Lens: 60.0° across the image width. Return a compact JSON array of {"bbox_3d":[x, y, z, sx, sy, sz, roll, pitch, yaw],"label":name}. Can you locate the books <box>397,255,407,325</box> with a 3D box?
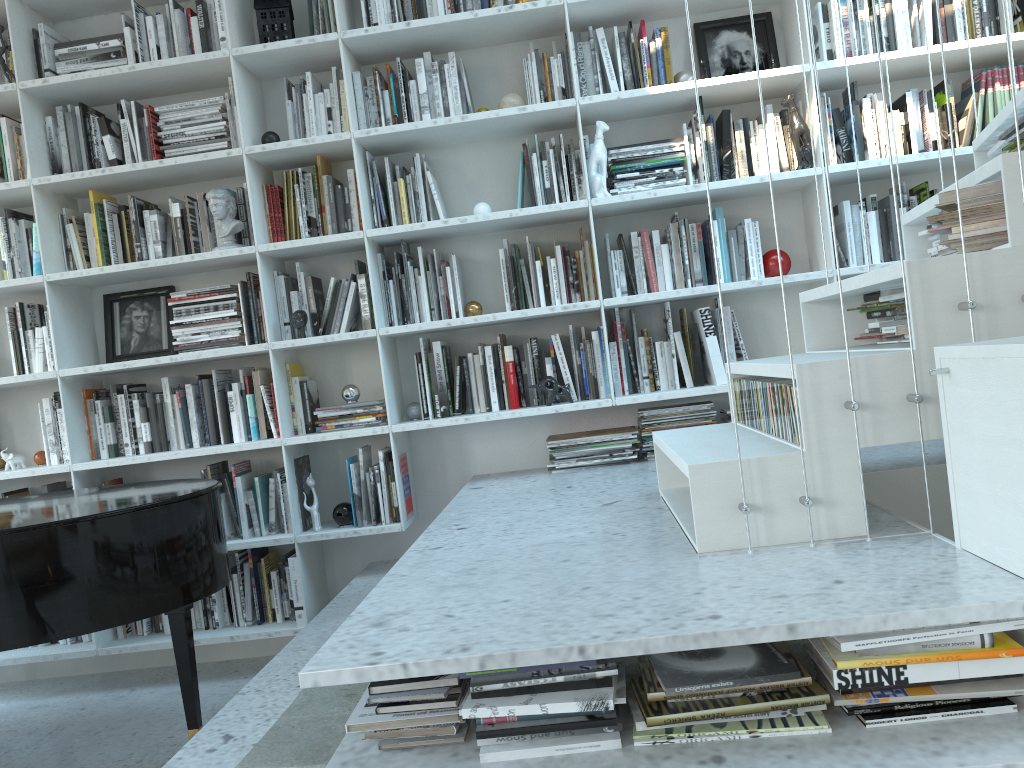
[{"bbox_3d":[-0.420,-0.362,3.505,0.006,0.281,0.155,-7,2,4],"label":"books"}]

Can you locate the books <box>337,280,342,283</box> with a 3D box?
[{"bbox_3d":[-0.700,-0.295,3.532,0.088,0.220,0.138,-7,2,4],"label":"books"}]

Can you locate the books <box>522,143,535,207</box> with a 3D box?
[{"bbox_3d":[0.071,-0.785,3.454,0.021,0.264,0.174,-7,2,4],"label":"books"}]

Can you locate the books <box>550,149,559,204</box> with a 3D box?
[{"bbox_3d":[0.168,-0.777,3.436,0.012,0.224,0.178,-7,1,4],"label":"books"}]

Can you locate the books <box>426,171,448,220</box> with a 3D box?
[{"bbox_3d":[-0.285,-0.712,3.465,0.051,0.210,0.176,-7,1,4],"label":"books"}]

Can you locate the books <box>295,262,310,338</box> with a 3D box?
[{"bbox_3d":[-0.816,-0.326,3.537,0.013,0.307,0.141,-7,2,4],"label":"books"}]

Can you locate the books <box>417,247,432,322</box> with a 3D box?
[{"bbox_3d":[-0.331,-0.381,3.488,0.014,0.297,0.175,-7,2,4],"label":"books"}]

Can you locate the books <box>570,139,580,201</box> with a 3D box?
[{"bbox_3d":[0.244,-0.800,3.427,0.011,0.253,0.169,-7,2,4],"label":"books"}]

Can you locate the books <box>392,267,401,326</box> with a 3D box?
[{"bbox_3d":[-0.442,-0.339,3.523,0.011,0.239,0.136,-7,2,4],"label":"books"}]

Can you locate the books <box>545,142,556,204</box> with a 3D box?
[{"bbox_3d":[0.153,-0.793,3.444,0.015,0.259,0.152,-7,2,4],"label":"books"}]

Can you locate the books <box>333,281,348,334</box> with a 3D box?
[{"bbox_3d":[-0.664,-0.295,3.531,0.090,0.212,0.143,-7,2,4],"label":"books"}]

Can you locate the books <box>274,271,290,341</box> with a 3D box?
[{"bbox_3d":[-0.905,-0.304,3.554,0.012,0.285,0.159,-7,2,4],"label":"books"}]

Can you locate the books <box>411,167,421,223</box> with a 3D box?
[{"bbox_3d":[-0.363,-0.720,3.493,0.017,0.243,0.132,-7,2,4],"label":"books"}]

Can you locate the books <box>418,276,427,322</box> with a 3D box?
[{"bbox_3d":[-0.337,-0.325,3.492,0.013,0.186,0.183,-7,1,4],"label":"books"}]

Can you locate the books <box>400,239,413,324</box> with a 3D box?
[{"bbox_3d":[-0.403,-0.395,3.519,0.007,0.342,0.149,-7,2,4],"label":"books"}]

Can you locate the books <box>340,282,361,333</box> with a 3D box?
[{"bbox_3d":[-0.632,-0.294,3.526,0.091,0.205,0.169,-7,1,4],"label":"books"}]

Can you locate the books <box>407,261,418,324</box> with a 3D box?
[{"bbox_3d":[-0.377,-0.351,3.497,0.013,0.249,0.165,-7,2,4],"label":"books"}]

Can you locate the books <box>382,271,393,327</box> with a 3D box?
[{"bbox_3d":[-0.478,-0.327,3.513,0.012,0.226,0.147,-7,2,4],"label":"books"}]

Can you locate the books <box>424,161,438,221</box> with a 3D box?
[{"bbox_3d":[-0.315,-0.732,3.494,0.007,0.254,0.161,-7,2,4],"label":"books"}]

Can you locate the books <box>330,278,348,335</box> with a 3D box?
[{"bbox_3d":[-0.676,-0.300,3.537,0.095,0.226,0.144,-7,2,4],"label":"books"}]

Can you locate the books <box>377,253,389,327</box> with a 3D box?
[{"bbox_3d":[-0.494,-0.362,3.526,0.014,0.299,0.147,-7,2,4],"label":"books"}]

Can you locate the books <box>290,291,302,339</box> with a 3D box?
[{"bbox_3d":[-0.830,-0.266,3.526,0.027,0.192,0.182,-7,1,4],"label":"books"}]

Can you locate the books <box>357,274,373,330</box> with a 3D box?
[{"bbox_3d":[-0.563,-0.315,3.504,0.029,0.223,0.171,-7,1,4],"label":"books"}]

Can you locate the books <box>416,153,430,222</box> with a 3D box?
[{"bbox_3d":[-0.340,-0.746,3.487,0.013,0.287,0.158,-7,2,4],"label":"books"}]

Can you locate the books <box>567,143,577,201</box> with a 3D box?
[{"bbox_3d":[0.234,-0.795,3.445,0.013,0.245,0.158,-7,2,4],"label":"books"}]

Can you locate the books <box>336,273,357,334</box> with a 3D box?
[{"bbox_3d":[-0.651,-0.311,3.528,0.094,0.238,0.149,-7,2,4],"label":"books"}]

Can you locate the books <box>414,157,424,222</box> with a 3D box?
[{"bbox_3d":[-0.349,-0.738,3.488,0.006,0.274,0.167,-7,2,4],"label":"books"}]

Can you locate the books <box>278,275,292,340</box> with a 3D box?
[{"bbox_3d":[-0.885,-0.296,3.552,0.024,0.263,0.154,-7,2,4],"label":"books"}]

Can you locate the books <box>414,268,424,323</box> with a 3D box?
[{"bbox_3d":[-0.352,-0.339,3.498,0.013,0.218,0.160,-7,1,4],"label":"books"}]

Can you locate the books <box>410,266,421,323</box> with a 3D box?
[{"bbox_3d":[-0.365,-0.341,3.486,0.011,0.226,0.188,-7,1,4],"label":"books"}]

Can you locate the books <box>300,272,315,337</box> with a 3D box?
[{"bbox_3d":[-0.800,-0.308,3.546,0.012,0.266,0.157,-7,2,4],"label":"books"}]

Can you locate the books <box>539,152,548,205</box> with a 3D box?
[{"bbox_3d":[0.127,-0.775,3.461,0.007,0.230,0.146,-7,2,4],"label":"books"}]

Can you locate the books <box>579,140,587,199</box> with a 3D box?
[{"bbox_3d":[0.278,-0.801,3.431,0.010,0.245,0.158,-7,2,4],"label":"books"}]

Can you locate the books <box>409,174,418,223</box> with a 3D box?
[{"bbox_3d":[-0.374,-0.703,3.483,0.007,0.212,0.158,-7,1,4],"label":"books"}]

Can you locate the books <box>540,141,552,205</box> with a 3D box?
[{"bbox_3d":[0.136,-0.792,3.444,0.018,0.263,0.165,-7,2,4],"label":"books"}]

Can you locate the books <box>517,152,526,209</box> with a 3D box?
[{"bbox_3d":[0.037,-0.768,3.464,0.056,0.241,0.153,-7,2,4],"label":"books"}]

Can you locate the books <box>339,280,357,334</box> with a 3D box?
[{"bbox_3d":[-0.645,-0.299,3.538,0.090,0.215,0.139,-7,2,4],"label":"books"}]

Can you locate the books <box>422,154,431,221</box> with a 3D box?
[{"bbox_3d":[-0.326,-0.755,3.528,0.011,0.300,0.088,-7,2,4],"label":"books"}]

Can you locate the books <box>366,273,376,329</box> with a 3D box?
[{"bbox_3d":[-0.537,-0.320,3.513,0.021,0.226,0.148,-7,2,4],"label":"books"}]

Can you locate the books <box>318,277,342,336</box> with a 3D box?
[{"bbox_3d":[-0.710,-0.297,3.514,0.095,0.228,0.190,-7,1,4],"label":"books"}]

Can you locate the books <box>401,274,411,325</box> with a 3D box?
[{"bbox_3d":[-0.405,-0.326,3.512,0.013,0.204,0.154,-7,1,4],"label":"books"}]

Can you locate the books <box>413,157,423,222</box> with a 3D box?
[{"bbox_3d":[-0.354,-0.735,3.483,0.006,0.270,0.178,-7,2,4],"label":"books"}]

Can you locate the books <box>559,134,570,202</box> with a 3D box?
[{"bbox_3d":[0.205,-0.806,3.426,0.012,0.273,0.183,-7,2,4],"label":"books"}]

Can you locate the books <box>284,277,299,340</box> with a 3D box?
[{"bbox_3d":[-0.859,-0.294,3.547,0.028,0.253,0.142,-7,2,4],"label":"books"}]

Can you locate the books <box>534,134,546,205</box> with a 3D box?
[{"bbox_3d":[0.114,-0.806,3.459,0.013,0.295,0.154,-7,2,4],"label":"books"}]

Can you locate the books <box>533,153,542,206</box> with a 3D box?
[{"bbox_3d":[0.104,-0.766,3.446,0.013,0.219,0.187,-7,1,4],"label":"books"}]

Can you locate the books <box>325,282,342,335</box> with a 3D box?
[{"bbox_3d":[-0.692,-0.290,3.518,0.089,0.210,0.175,-7,1,4],"label":"books"}]

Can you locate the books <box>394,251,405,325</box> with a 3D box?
[{"bbox_3d":[-0.432,-0.368,3.507,0.018,0.295,0.177,-7,2,4],"label":"books"}]

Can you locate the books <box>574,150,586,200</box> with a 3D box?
[{"bbox_3d":[0.265,-0.783,3.442,0.023,0.212,0.164,-7,1,4],"label":"books"}]

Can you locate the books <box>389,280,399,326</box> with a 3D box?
[{"bbox_3d":[-0.453,-0.312,3.515,0.015,0.188,0.168,-7,1,4],"label":"books"}]

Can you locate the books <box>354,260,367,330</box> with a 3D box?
[{"bbox_3d":[-0.586,-0.344,3.525,0.013,0.286,0.138,-7,2,4],"label":"books"}]

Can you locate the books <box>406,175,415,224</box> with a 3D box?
[{"bbox_3d":[-0.384,-0.701,3.491,0.014,0.209,0.156,-7,1,4],"label":"books"}]

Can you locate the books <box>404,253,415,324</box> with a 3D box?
[{"bbox_3d":[-0.389,-0.367,3.495,0.005,0.284,0.159,-7,2,4],"label":"books"}]

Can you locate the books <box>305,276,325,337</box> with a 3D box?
[{"bbox_3d":[-0.776,-0.302,3.545,0.035,0.248,0.140,-7,2,4],"label":"books"}]

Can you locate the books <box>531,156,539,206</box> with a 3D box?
[{"bbox_3d":[0.095,-0.760,3.446,0.006,0.210,0.188,-7,1,4],"label":"books"}]

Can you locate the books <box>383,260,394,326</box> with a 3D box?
[{"bbox_3d":[-0.471,-0.349,3.505,0.010,0.266,0.157,-7,2,4],"label":"books"}]

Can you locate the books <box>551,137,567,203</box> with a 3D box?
[{"bbox_3d":[0.185,-0.804,3.449,0.032,0.275,0.154,-7,2,4],"label":"books"}]
